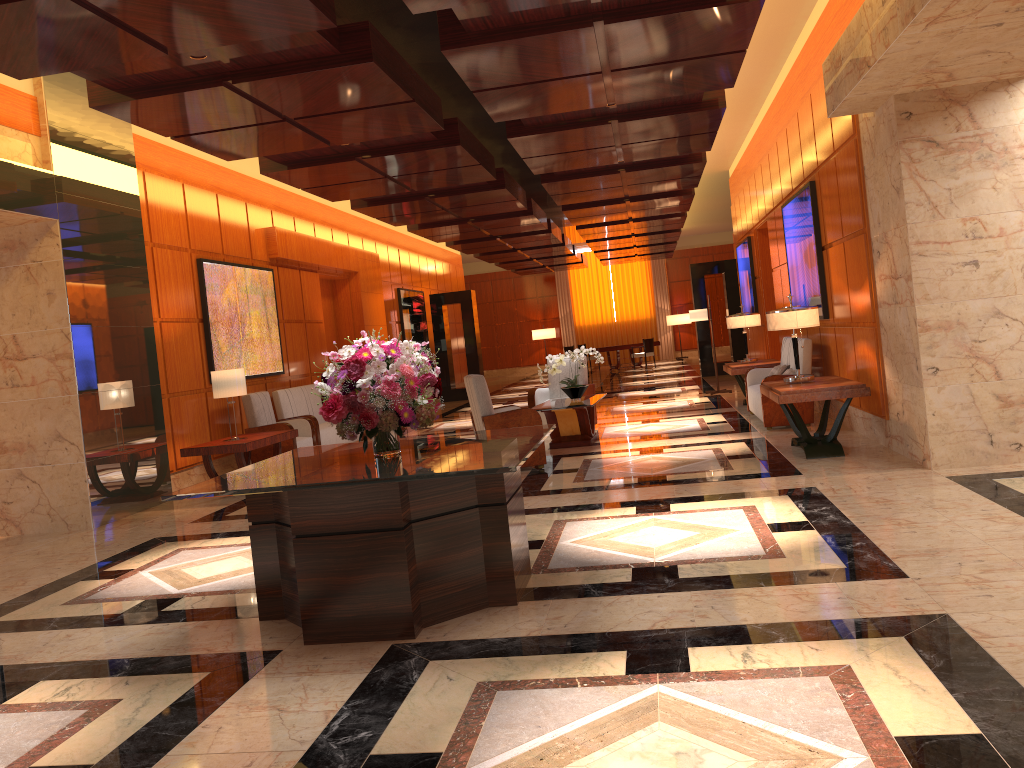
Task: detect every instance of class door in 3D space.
[{"bbox_3d":[-3.013,-0.480,14.872,0.340,2.650,1.502,-6,1,9],"label":"door"},{"bbox_3d":[4.207,-1.198,13.764,0.340,2.650,1.540,-6,1,9],"label":"door"}]

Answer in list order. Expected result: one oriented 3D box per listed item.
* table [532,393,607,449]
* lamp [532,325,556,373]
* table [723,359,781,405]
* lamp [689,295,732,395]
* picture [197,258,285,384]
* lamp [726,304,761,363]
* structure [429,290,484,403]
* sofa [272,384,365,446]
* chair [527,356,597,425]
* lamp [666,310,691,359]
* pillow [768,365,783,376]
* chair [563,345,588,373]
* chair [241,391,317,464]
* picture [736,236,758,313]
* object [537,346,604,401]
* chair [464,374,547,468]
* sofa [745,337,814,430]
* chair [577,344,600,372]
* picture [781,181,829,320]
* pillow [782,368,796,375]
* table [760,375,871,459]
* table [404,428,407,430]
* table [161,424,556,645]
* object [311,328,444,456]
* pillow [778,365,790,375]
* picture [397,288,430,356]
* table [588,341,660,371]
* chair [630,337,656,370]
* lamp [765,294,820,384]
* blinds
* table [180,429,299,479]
[{"bbox_3d":[0.683,0.447,10.182,0.722,0.495,1.563,-6,3,12],"label":"table"},{"bbox_3d":[1.166,-1.234,30.874,0.812,1.660,0.809,-7,1,-41],"label":"lamp"},{"bbox_3d":[3.311,0.014,12.029,0.725,0.606,1.272,-6,2,9],"label":"table"},{"bbox_3d":[3.293,-0.656,14.837,0.527,1.660,0.360,-6,1,-1],"label":"lamp"},{"bbox_3d":[-3.379,-0.791,11.195,0.056,1.451,2.000,-6,2,9],"label":"picture"},{"bbox_3d":[3.177,-0.695,12.099,0.459,0.793,0.458,-7,1,-29],"label":"lamp"},{"bbox_3d":[-1.251,-0.876,20.521,0.985,2.497,0.501,-6,1,9],"label":"structure"},{"bbox_3d":[-2.628,0.471,12.141,0.612,0.932,1.802,-6,2,10],"label":"sofa"},{"bbox_3d":[0.661,0.128,11.689,0.736,0.960,0.630,-5,1,28],"label":"chair"},{"bbox_3d":[5.730,-1.687,30.162,0.812,1.660,0.809,-7,1,-41],"label":"lamp"},{"bbox_3d":[3.205,-0.115,10.771,0.195,0.227,0.345,-6,2,14],"label":"pillow"},{"bbox_3d":[1.901,-0.718,26.717,0.586,0.893,0.575,-7,2,-43],"label":"chair"},{"bbox_3d":[-2.762,0.553,10.526,0.628,0.960,0.739,-6,1,8],"label":"chair"},{"bbox_3d":[4.248,-1.851,16.032,0.056,1.451,2.000,-6,2,9],"label":"picture"},{"bbox_3d":[0.697,-0.120,10.284,0.789,0.617,0.417,-7,1,-14],"label":"object"},{"bbox_3d":[-0.084,0.354,8.788,0.629,0.960,0.738,-6,1,-12],"label":"chair"},{"bbox_3d":[3.099,-0.052,10.328,0.612,0.932,1.802,-6,2,10],"label":"sofa"},{"bbox_3d":[2.401,-0.829,27.870,0.575,0.893,0.586,-5,2,37],"label":"chair"},{"bbox_3d":[3.360,-1.465,10.241,0.056,1.451,2.000,-6,2,9],"label":"picture"},{"bbox_3d":[3.065,-0.051,9.900,0.202,0.229,0.274,-6,2,11],"label":"pillow"},{"bbox_3d":[2.672,0.292,7.857,0.725,0.606,1.272,-6,2,9],"label":"table"},{"bbox_3d":[-2.059,0.509,14.292,0.724,0.534,1.170,-6,3,12],"label":"table"},{"bbox_3d":[-0.608,0.736,4.587,1.599,0.744,1.603,-6,2,9],"label":"table"},{"bbox_3d":[-0.681,0.037,4.598,0.650,0.658,0.680,-6,2,0],"label":"object"},{"bbox_3d":[3.166,-0.098,10.337,0.160,0.253,0.358,-6,2,6],"label":"pillow"},{"bbox_3d":[-2.128,-1.335,19.359,0.056,1.451,2.000,-6,2,9],"label":"picture"},{"bbox_3d":[3.398,-0.813,26.651,2.110,0.741,0.783,-7,2,-20],"label":"table"},{"bbox_3d":[3.857,-0.879,25.746,0.586,0.893,0.575,-7,2,-38],"label":"chair"},{"bbox_3d":[2.549,-0.413,7.994,0.458,0.809,0.459,-6,1,18],"label":"lamp"},{"bbox_3d":[3.557,-2.717,31.108,3.850,4.063,0.149,-6,1,9],"label":"blinds"},{"bbox_3d":[-2.817,0.840,9.341,0.724,0.534,1.170,-6,3,12],"label":"table"}]
